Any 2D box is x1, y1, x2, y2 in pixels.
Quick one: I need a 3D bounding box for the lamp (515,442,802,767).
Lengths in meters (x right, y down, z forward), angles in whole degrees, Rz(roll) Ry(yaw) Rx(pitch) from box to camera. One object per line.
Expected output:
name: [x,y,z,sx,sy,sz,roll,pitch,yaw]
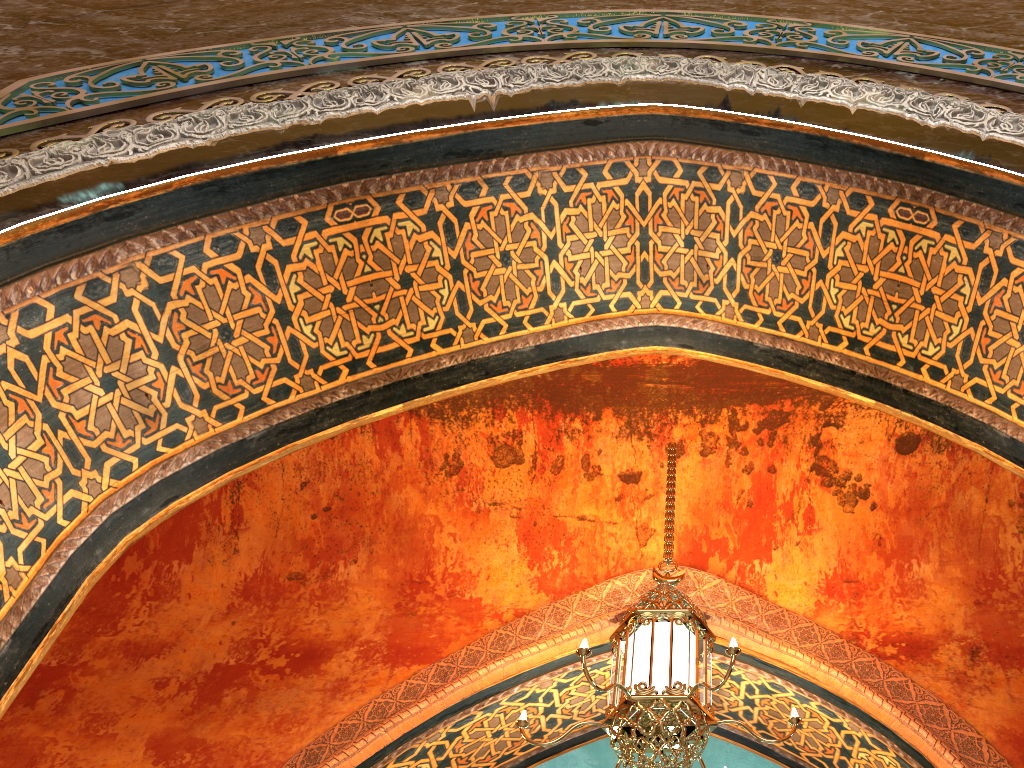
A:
lamp: [0.784,1.068,4.372,1.276,2.313,1.163,2,-51,7]
